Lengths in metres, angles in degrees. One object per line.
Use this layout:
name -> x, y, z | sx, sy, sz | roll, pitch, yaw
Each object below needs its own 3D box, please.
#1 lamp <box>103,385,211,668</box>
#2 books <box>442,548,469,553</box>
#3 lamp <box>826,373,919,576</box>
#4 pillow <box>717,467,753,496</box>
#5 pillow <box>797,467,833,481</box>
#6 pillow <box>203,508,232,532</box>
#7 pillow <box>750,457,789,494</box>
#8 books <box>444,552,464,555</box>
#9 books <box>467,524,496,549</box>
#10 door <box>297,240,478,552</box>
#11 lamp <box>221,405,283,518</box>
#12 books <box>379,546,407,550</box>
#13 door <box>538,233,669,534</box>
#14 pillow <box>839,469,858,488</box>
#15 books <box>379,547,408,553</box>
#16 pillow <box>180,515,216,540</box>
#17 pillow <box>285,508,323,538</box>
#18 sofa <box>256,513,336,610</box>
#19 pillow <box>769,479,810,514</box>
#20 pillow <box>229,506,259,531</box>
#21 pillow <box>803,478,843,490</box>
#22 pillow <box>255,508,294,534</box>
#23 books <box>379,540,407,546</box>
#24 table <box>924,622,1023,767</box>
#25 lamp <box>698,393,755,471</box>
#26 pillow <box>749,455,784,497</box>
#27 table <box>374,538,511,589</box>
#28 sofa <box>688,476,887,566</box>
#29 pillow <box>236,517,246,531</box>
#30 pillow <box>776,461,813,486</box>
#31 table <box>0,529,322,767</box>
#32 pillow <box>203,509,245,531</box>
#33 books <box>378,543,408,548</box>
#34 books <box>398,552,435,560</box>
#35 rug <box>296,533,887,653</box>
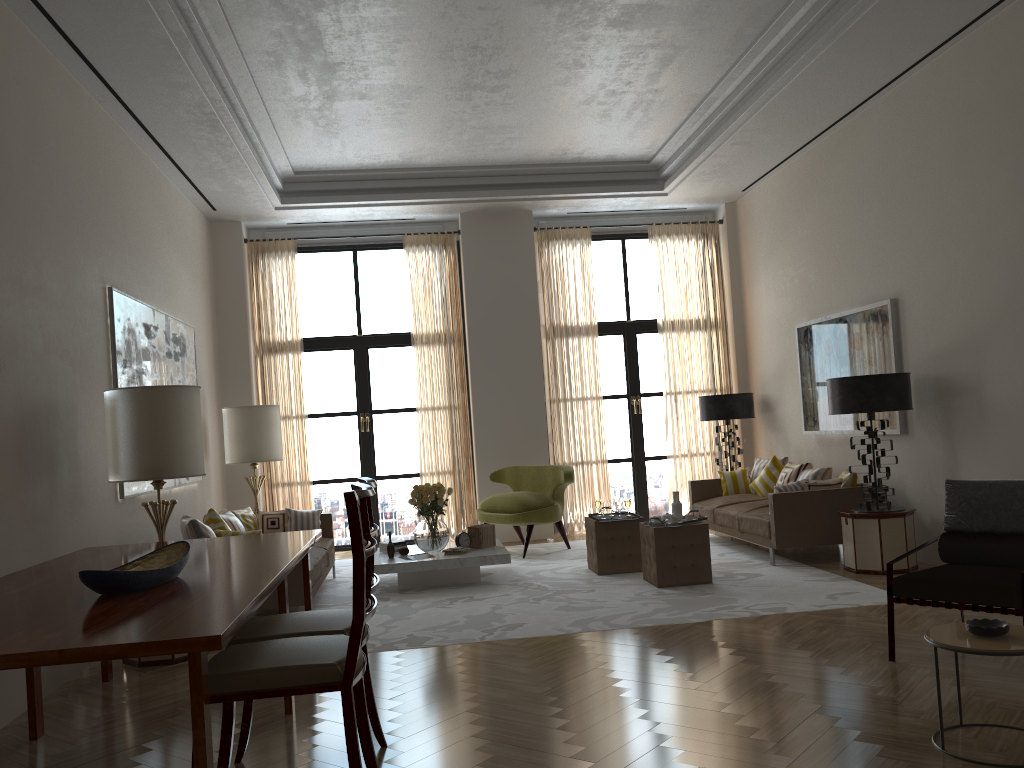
lamp -> -2.967, 1.165, 7.485 | 0.767, 2.253, 0.768 | -3, -2, -40
books -> -0.642, 1.897, 10.122 | 0.255, 0.026, 0.202 | -5, -3, 18
lamp -> 3.793, 0.924, 9.265 | 0.829, 2.017, 0.830 | -4, -2, -6
pillow -> 3.171, 1.410, 12.533 | 0.482, 0.432, 0.318 | -4, -2, 3
pillow -> 3.743, 1.323, 11.094 | 0.371, 0.565, 0.660 | -3, -2, -11
pillow -> -2.954, 1.556, 8.947 | 0.768, 0.616, 0.355 | -6, -2, 37
pillow -> 3.577, 1.316, 12.432 | 0.355, 0.576, 0.624 | -3, -2, -28
books -> -0.651, 1.921, 10.120 | 0.197, 0.024, 0.256 | -4, -3, 11
books -> -0.360, 1.802, 10.500 | 0.211, 0.264, 0.281 | -6, -3, 43
door -> -2.289, 0.192, 13.815 | 3.257, 4.764, 0.240 | -4, -1, -7
lamp -> -3.501, 1.436, 12.115 | 0.767, 2.253, 0.768 | -2, -2, -44
books -> -1.419, 1.954, 10.592 | 0.262, 0.024, 0.207 | -1, -4, -44
door -> 1.968, -0.066, 14.313 | 3.085, 4.764, 0.240 | -4, -1, -7
pillow -> 3.831, 1.239, 10.230 | 0.296, 0.475, 0.515 | -4, -2, 15
books -> -1.415, 1.984, 10.602 | 0.280, 0.035, 0.207 | -1, -4, -40
pillow -> -2.985, 1.554, 8.543 | 0.355, 0.576, 0.624 | -3, -2, -28
pillow -> -2.544, 1.724, 10.875 | 0.498, 0.428, 0.327 | -3, -2, -19
sofa -> -2.724, 1.987, 9.665 | 1.351, 0.819, 2.983 | -4, -3, -7
pillow -> 3.146, 1.306, 10.096 | 0.498, 0.428, 0.327 | -3, -2, -19
pillow -> -3.233, 1.735, 10.742 | 0.296, 0.475, 0.515 | -4, -2, 15
pillow -> 3.513, 1.285, 10.103 | 0.464, 0.411, 0.304 | -3, -2, -8
pillow -> -2.910, 1.752, 10.868 | 0.464, 0.411, 0.304 | -3, -2, -8
books -> -1.427, 1.902, 10.597 | 0.260, 0.030, 0.207 | -1, -4, -40
table -> 2.372, 1.514, 4.374 | 0.585, 0.546, 0.584 | -5, -3, 33
lamp -> 3.316, 1.170, 13.467 | 0.829, 2.017, 0.830 | -4, -2, -2
pillow -> 3.543, 1.281, 12.029 | 0.768, 0.616, 0.355 | -6, -2, 37
table -> -0.875, 2.135, 10.437 | 1.583, 0.343, 1.502 | -3, -3, -7
sofa -> 3.368, 1.665, 11.293 | 1.351, 0.819, 2.983 | -4, -3, -7
pillow -> -3.140, 1.719, 9.877 | 0.371, 0.565, 0.660 | -3, -2, -11
pillow -> 3.636, 1.285, 11.466 | 0.403, 0.547, 0.618 | -4, -2, -4
table -> -2.168, 1.618, 5.099 | 1.800, 1.026, 3.805 | -4, -3, -7
pillow -> -3.041, 1.630, 9.507 | 0.403, 0.547, 0.618 | -4, -2, -4
books -> -1.420, 1.930, 10.605 | 0.280, 0.024, 0.230 | -1, -4, -42
books -> -1.072, 1.937, 9.994 | 0.281, 0.038, 0.384 | -2, -3, -34
rug -> 0.431, 2.172, 10.176 | 5.516, 0.065, 5.738 | -3, -3, -7
